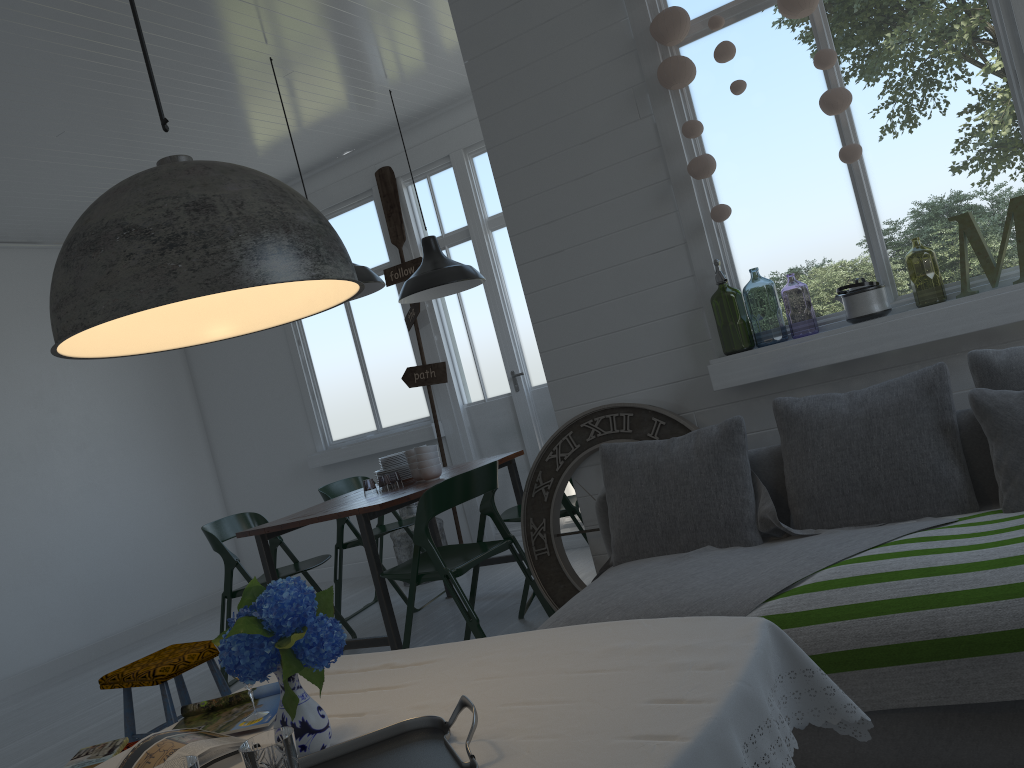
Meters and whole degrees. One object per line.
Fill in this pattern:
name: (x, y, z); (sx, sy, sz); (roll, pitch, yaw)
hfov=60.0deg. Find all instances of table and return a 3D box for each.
table: (-0.224, 1.051, 1.754); (1.674, 0.725, 1.324); (-15, 0, 32)
table: (-0.618, 1.081, 5.482); (1.173, 0.930, 1.692); (-15, 0, 28)

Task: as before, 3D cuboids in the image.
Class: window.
window: (1.244, -1.307, 3.531); (1.485, 2.398, 0.253); (-14, 0, 31)
window: (-1.502, -0.548, 7.941); (1.485, 2.398, 0.253); (-14, 0, 31)

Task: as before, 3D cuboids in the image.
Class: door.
door: (-0.078, -0.360, 7.153); (1.613, 3.481, 0.253); (-14, 0, 31)

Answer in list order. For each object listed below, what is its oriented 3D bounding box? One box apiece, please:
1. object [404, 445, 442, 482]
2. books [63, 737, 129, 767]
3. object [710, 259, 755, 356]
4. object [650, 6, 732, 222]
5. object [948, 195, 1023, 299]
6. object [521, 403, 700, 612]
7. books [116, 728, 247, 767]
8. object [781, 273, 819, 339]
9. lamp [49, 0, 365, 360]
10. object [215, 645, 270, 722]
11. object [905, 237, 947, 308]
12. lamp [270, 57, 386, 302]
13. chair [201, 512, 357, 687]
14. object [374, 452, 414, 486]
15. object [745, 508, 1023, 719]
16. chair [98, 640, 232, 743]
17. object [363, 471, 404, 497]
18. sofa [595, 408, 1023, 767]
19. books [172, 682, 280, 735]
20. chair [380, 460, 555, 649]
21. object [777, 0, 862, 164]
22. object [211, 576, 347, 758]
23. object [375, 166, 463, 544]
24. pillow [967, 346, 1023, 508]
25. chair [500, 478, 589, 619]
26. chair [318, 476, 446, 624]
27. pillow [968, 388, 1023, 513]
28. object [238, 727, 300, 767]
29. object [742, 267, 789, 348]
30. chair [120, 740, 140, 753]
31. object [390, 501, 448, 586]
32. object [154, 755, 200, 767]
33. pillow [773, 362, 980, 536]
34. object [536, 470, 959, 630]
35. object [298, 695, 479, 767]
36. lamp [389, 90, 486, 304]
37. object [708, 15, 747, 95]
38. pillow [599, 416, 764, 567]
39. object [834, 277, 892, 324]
object: (-0.529, 0.477, 5.346); (0.149, 0.216, 0.309); (-15, 0, -27)
books: (-1.179, 1.055, 2.507); (0.133, 0.022, 0.189); (-14, -1, -8)
object: (0.930, -0.336, 3.813); (0.136, 0.415, 0.136); (-14, 0, 28)
object: (0.712, -1.366, 3.779); (0.193, 1.404, 0.197); (-15, 0, -9)
object: (1.801, -0.510, 3.308); (0.331, 0.311, 0.052); (-15, 0, 41)
object: (0.518, 0.664, 4.072); (1.113, 1.138, 0.584); (-15, 0, 16)
books: (-0.774, 0.800, 1.812); (0.421, 0.049, 0.301); (-14, -1, -45)
object: (1.188, -0.327, 3.680); (0.110, 0.270, 0.111); (-15, 0, -41)
lamp: (-0.844, -1.114, 1.753); (0.601, 2.044, 0.600); (-15, 0, 1)
object: (-0.614, 0.678, 2.051); (0.098, 0.192, 0.098); (-15, 0, -39)
object: (1.598, -0.436, 3.440); (0.110, 0.270, 0.111); (-15, 0, -41)
lamp: (-1.270, -1.248, 5.357); (0.651, 1.499, 0.649); (-14, 0, 27)
chair: (-1.504, 1.289, 5.595); (0.731, 1.006, 0.651); (-15, 0, 11)
object: (-0.727, 0.543, 5.633); (0.300, 0.195, 0.306); (-14, 0, -23)
object: (1.432, 0.667, 2.562); (3.170, 0.473, 1.041); (-15, 0, 31)
chair: (-1.474, 1.484, 3.944); (0.420, 0.563, 0.418); (-15, 0, 31)
object: (-0.777, 0.602, 5.365); (0.172, 0.098, 0.241); (-15, 0, 34)
sofa: (1.089, 0.672, 1.678); (3.401, 0.899, 3.400); (-15, -1, 30)
books: (-0.684, 0.786, 2.108); (0.300, 0.043, 0.229); (-15, -1, 5)
chair: (-0.262, 0.955, 4.493); (0.732, 1.006, 0.650); (-15, 0, 31)
object: (1.147, -1.555, 3.505); (0.200, 1.426, 0.196); (-14, 1, 41)
object: (-0.430, 0.549, 1.729); (0.236, 0.377, 0.265); (-14, 0, 33)
object: (-0.720, -0.172, 7.402); (0.361, 3.421, 0.413); (-15, 0, -27)
pillow: (1.873, 0.099, 2.864); (0.640, 0.561, 0.278); (-15, 0, 31)
chair: (0.282, 0.823, 5.446); (0.731, 1.006, 0.651); (-15, 0, 11)
chair: (-0.976, 1.161, 6.520); (0.731, 1.006, 0.650); (-15, 0, 21)
pillow: (1.758, 0.186, 2.782); (0.277, 0.445, 0.529); (-15, 0, -45)
object: (-0.405, 0.661, 1.513); (0.096, 0.119, 0.095); (-15, 0, 15)
object: (1.065, -0.328, 3.758); (0.138, 0.335, 0.137); (-14, 0, 38)
chair: (-0.993, 1.345, 2.549); (0.419, 0.563, 0.419); (-15, 0, 1)
object: (-0.770, 1.250, 7.299); (0.451, 0.725, 0.450); (-15, 0, 11)
object: (-0.561, 0.702, 1.490); (0.095, 0.119, 0.096); (-15, 0, -35)
pillow: (1.296, 0.251, 3.229); (0.642, 0.520, 0.280); (-15, 0, 31)
object: (0.556, 0.832, 3.207); (1.682, 0.924, 1.214); (-14, 0, -19)
object: (-0.362, 0.674, 1.462); (0.650, 0.092, 0.399); (-14, -1, -17)
lamp: (-0.689, -1.389, 6.371); (0.649, 1.499, 0.651); (-15, 0, -14)
object: (0.818, -1.725, 3.662); (0.152, 1.089, 0.150); (-15, 0, -24)
pillow: (0.653, 0.450, 3.520); (0.640, 0.522, 0.278); (-15, 0, 30)
object: (1.413, -0.341, 3.570); (0.186, 0.174, 0.208); (-15, 0, 11)
